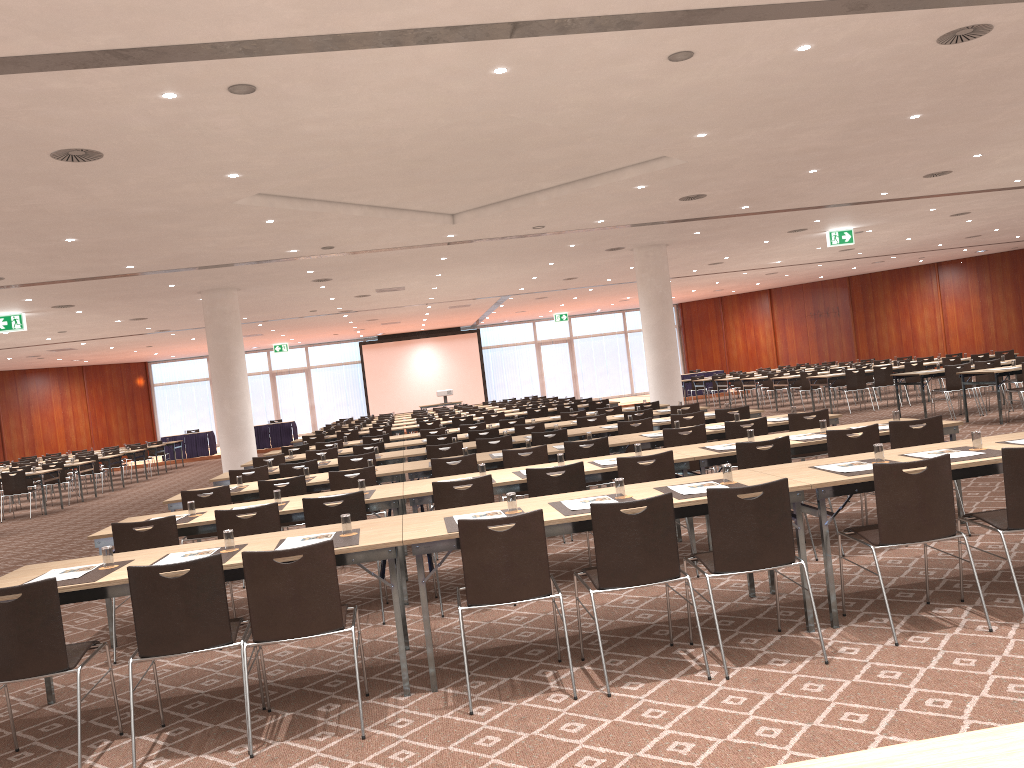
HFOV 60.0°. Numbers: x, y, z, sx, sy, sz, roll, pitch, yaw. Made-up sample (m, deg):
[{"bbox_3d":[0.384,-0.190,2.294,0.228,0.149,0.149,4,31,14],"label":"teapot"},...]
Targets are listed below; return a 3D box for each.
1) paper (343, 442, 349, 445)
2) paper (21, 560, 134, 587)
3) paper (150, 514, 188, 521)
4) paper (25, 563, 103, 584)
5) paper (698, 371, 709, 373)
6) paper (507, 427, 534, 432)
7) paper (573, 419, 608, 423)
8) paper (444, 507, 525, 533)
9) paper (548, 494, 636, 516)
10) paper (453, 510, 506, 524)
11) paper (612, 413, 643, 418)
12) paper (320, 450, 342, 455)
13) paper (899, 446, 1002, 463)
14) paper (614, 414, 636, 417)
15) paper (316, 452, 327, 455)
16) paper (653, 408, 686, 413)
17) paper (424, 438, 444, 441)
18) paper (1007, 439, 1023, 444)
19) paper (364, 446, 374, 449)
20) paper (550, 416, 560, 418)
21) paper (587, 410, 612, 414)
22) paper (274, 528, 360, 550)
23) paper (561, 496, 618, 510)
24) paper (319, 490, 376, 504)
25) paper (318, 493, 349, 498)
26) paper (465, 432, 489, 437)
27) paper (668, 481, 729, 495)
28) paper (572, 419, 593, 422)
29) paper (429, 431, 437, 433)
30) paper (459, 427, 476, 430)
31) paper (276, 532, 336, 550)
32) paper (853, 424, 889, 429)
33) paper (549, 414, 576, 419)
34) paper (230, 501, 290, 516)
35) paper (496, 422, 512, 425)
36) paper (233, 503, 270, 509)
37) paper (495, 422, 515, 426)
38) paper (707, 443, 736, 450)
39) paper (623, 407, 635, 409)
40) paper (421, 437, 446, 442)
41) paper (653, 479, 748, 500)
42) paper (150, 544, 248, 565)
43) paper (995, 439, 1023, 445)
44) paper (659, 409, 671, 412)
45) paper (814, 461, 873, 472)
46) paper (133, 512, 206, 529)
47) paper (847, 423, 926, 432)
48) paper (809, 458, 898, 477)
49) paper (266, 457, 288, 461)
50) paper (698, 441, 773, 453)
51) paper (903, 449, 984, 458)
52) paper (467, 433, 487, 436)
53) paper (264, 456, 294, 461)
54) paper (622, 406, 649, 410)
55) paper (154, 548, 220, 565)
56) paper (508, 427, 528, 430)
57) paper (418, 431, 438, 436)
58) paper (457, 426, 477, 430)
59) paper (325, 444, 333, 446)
[{"bbox_3d":[-2.961,1.016,14.779,0.460,0.003,0.565,-7,0,-8],"label":"paper"},{"bbox_3d":[-2.359,1.029,4.758,0.460,0.003,0.565,-7,0,-4],"label":"paper"},{"bbox_3d":[-2.682,1.045,6.831,0.283,0.006,0.398,-7,0,-5],"label":"paper"},{"bbox_3d":[-2.438,1.033,4.835,0.283,0.006,0.398,-7,0,-7],"label":"paper"},{"bbox_3d":[7.045,-0.438,33.168,0.460,0.003,0.565,-7,0,-7],"label":"paper"},{"bbox_3d":[0.165,0.663,13.142,0.460,0.003,0.565,-7,0,-8],"label":"paper"},{"bbox_3d":[1.143,0.548,13.243,0.460,0.003,0.565,-7,0,-8],"label":"paper"},{"bbox_3d":[-0.147,0.767,5.019,0.460,0.003,0.565,-7,0,-7],"label":"paper"},{"bbox_3d":[0.479,0.693,5.126,0.460,0.003,0.565,-7,0,-7],"label":"paper"},{"bbox_3d":[-0.184,0.767,5.095,0.283,0.006,0.398,-7,0,-8],"label":"paper"},{"bbox_3d":[1.797,0.470,13.351,0.460,0.003,0.565,-7,0,-8],"label":"paper"},{"bbox_3d":[-2.690,1.000,12.796,0.460,0.003,0.565,-7,0,-7],"label":"paper"},{"bbox_3d":[2.718,0.428,5.414,0.460,0.003,0.565,-7,0,-4],"label":"paper"},{"bbox_3d":[1.712,0.476,13.387,0.283,0.006,0.398,-7,0,-7],"label":"paper"},{"bbox_3d":[-2.784,1.007,12.847,0.283,0.006,0.398,-7,0,-7],"label":"paper"},{"bbox_3d":[2.404,0.399,13.382,0.460,0.003,0.565,-7,0,-6],"label":"paper"},{"bbox_3d":[-1.155,0.814,13.046,0.283,0.006,0.398,-7,0,-9],"label":"paper"},{"bbox_3d":[3.321,0.353,5.499,0.283,0.006,0.398,-7,0,-7],"label":"paper"},{"bbox_3d":[-2.129,0.930,12.923,0.283,0.006,0.398,-7,0,-7],"label":"paper"},{"bbox_3d":[0.816,0.565,15.297,0.283,0.006,0.398,-7,0,-7],"label":"paper"},{"bbox_3d":[1.538,0.484,15.301,0.460,0.003,0.565,-7,0,-3],"label":"paper"},{"bbox_3d":[-1.079,0.877,4.922,0.460,0.003,0.565,-7,0,-9],"label":"paper"},{"bbox_3d":[0.454,0.692,5.173,0.283,0.006,0.398,-7,0,-6],"label":"paper"},{"bbox_3d":[-1.318,0.888,6.935,0.460,0.003,0.565,-7,0,-4],"label":"paper"},{"bbox_3d":[-1.397,0.894,6.959,0.283,0.006,0.398,-7,0,-6],"label":"paper"},{"bbox_3d":[-0.458,0.737,13.045,0.460,0.003,0.565,-7,0,-5],"label":"paper"},{"bbox_3d":[1.106,0.614,5.256,0.283,0.006,0.398,-7,0,-4],"label":"paper"},{"bbox_3d":[1.072,0.552,13.289,0.283,0.006,0.398,-7,0,-6],"label":"paper"},{"bbox_3d":[-1.410,0.828,15.021,0.283,0.006,0.398,-7,0,-7],"label":"paper"},{"bbox_3d":[-0.769,0.752,15.112,0.283,0.006,0.398,-7,0,-8],"label":"paper"},{"bbox_3d":[-1.155,0.882,4.992,0.283,0.006,0.398,-7,0,-5],"label":"paper"},{"bbox_3d":[3.089,0.364,7.505,0.283,0.006,0.398,-7,0,-7],"label":"paper"},{"bbox_3d":[0.902,0.559,15.244,0.460,0.003,0.565,-7,0,-6],"label":"paper"},{"bbox_3d":[-1.976,0.966,6.840,0.460,0.003,0.565,-7,0,-8],"label":"paper"},{"bbox_3d":[-0.132,0.677,15.194,0.283,0.006,0.398,-7,0,-6],"label":"paper"},{"bbox_3d":[-2.055,0.971,6.906,0.283,0.006,0.398,-7,0,-7],"label":"paper"},{"bbox_3d":[-0.042,0.671,15.115,0.460,0.003,0.565,-7,0,-6],"label":"paper"},{"bbox_3d":[1.797,0.516,7.344,0.283,0.006,0.398,-7,0,-7],"label":"paper"},{"bbox_3d":[2.111,0.412,15.435,0.283,0.006,0.398,-7,0,-9],"label":"paper"},{"bbox_3d":[-1.084,0.811,12.970,0.460,0.003,0.565,-7,0,-10],"label":"paper"},{"bbox_3d":[1.126,0.616,5.226,0.460,0.003,0.565,-7,0,-5],"label":"paper"},{"bbox_3d":[-1.738,0.955,4.853,0.460,0.003,0.565,-7,0,-5],"label":"paper"},{"bbox_3d":[3.381,0.350,5.475,0.460,0.003,0.565,-7,0,-7],"label":"paper"},{"bbox_3d":[2.384,0.396,13.472,0.283,0.006,0.398,-7,0,-5],"label":"paper"},{"bbox_3d":[2.059,0.502,5.391,0.283,0.006,0.398,-7,0,-7],"label":"paper"},{"bbox_3d":[-2.632,1.044,6.769,0.460,0.003,0.565,-7,0,-5],"label":"paper"},{"bbox_3d":[3.159,0.360,7.463,0.460,0.003,0.565,-7,0,-4],"label":"paper"},{"bbox_3d":[2.121,0.499,5.343,0.460,0.003,0.565,-7,0,-4],"label":"paper"},{"bbox_3d":[-3.385,1.078,12.779,0.283,0.006,0.398,-7,0,-5],"label":"paper"},{"bbox_3d":[1.840,0.515,7.298,0.460,0.003,0.565,-7,0,-5],"label":"paper"},{"bbox_3d":[2.659,0.431,5.465,0.283,0.006,0.398,-7,0,-9],"label":"paper"},{"bbox_3d":[-0.521,0.740,13.126,0.283,0.006,0.398,-7,0,-3],"label":"paper"},{"bbox_3d":[-3.353,1.079,12.730,0.460,0.003,0.565,-7,0,-8],"label":"paper"},{"bbox_3d":[2.152,0.411,15.405,0.460,0.003,0.565,-7,0,-6],"label":"paper"},{"bbox_3d":[-1.806,0.959,4.909,0.283,0.006,0.398,-7,0,-4],"label":"paper"},{"bbox_3d":[0.104,0.666,13.186,0.283,0.006,0.398,-7,0,-8],"label":"paper"},{"bbox_3d":[-1.347,0.825,14.965,0.460,0.003,0.565,-7,0,-3],"label":"paper"},{"bbox_3d":[-0.697,0.748,15.060,0.460,0.003,0.565,-7,0,-8],"label":"paper"},{"bbox_3d":[-2.986,1.014,14.823,0.283,0.006,0.398,-7,0,-6],"label":"paper"}]
